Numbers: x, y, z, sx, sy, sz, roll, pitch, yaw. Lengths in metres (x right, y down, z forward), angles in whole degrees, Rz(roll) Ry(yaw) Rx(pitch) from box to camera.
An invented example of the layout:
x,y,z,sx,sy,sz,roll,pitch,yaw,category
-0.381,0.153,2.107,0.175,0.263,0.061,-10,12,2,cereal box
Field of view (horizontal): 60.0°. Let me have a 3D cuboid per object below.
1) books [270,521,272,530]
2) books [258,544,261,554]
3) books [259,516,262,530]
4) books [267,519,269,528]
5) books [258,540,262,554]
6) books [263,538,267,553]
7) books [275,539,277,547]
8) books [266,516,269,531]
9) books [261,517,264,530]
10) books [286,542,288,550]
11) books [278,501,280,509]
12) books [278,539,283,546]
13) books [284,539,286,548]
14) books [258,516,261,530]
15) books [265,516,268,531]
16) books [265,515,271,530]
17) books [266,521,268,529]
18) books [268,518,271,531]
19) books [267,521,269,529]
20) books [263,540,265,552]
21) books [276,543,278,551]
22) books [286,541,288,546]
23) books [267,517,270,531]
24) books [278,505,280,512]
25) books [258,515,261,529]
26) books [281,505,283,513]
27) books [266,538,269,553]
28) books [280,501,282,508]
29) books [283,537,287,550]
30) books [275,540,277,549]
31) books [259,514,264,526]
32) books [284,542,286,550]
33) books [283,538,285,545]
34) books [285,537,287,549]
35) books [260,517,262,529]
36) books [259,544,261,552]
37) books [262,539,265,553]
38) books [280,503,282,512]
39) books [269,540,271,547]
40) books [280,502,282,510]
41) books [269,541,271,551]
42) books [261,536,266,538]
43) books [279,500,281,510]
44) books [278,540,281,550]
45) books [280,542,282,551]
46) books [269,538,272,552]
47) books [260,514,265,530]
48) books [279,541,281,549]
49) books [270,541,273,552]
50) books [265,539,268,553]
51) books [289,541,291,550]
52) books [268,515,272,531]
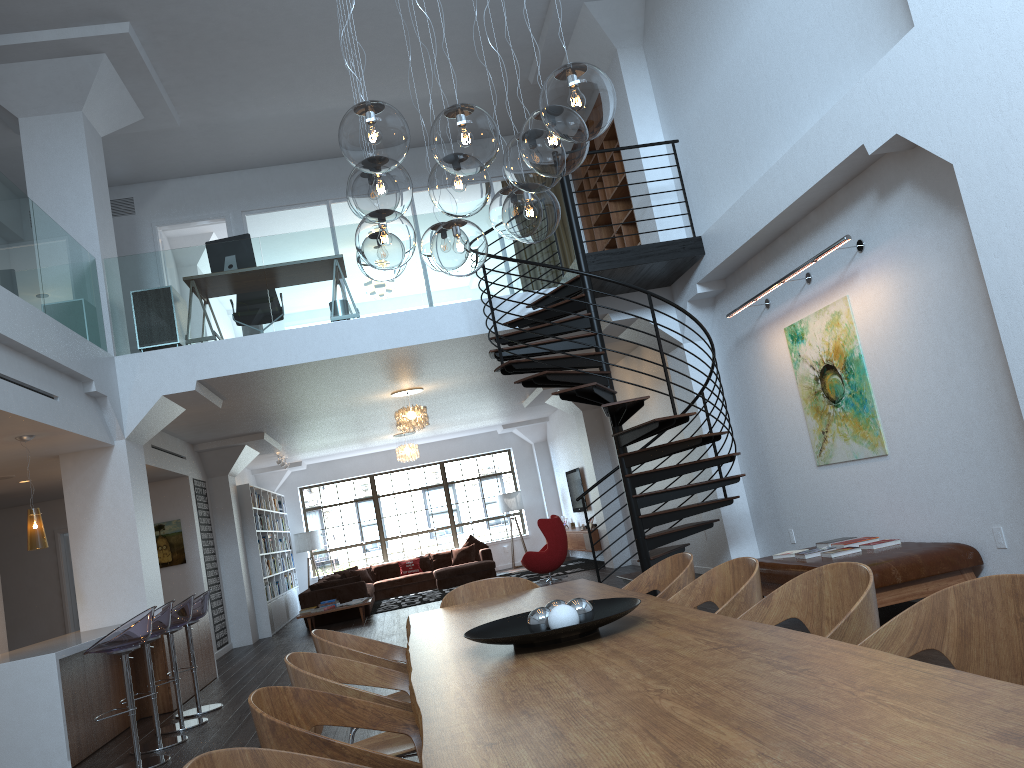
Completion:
x,y,z,sx,sy,sz,roll,pitch,yaw,category
-4.428,2.540,15.988,0.159,0.250,0.026,-10,-8,-9,books
-4.124,2.670,14.296,0.120,0.167,0.020,-10,-8,-9,books
-4.297,2.354,14.855,0.171,0.246,0.039,-10,-8,-9,books
-4.385,2.499,15.663,0.161,0.223,0.027,-10,-8,-9,books
-4.151,2.654,14.382,0.140,0.231,0.042,-10,-8,-9,books
-4.225,2.730,14.893,0.182,0.253,0.034,-10,-8,-9,books
-4.390,2.970,16.224,0.161,0.223,0.030,-10,-8,-9,books
-4.373,2.463,15.538,0.182,0.253,0.034,-10,-8,-9,books
-4.313,2.387,15.038,0.174,0.240,0.054,-10,-8,-9,books
-4.605,3.233,17.797,0.174,0.236,0.142,-10,-8,-9,books
-4.727,2.455,17.665,0.183,0.253,0.042,-10,-8,-9,books
-4.505,3.119,17.131,0.140,0.231,0.042,-10,-8,-9,books
-4.574,3.185,17.548,0.171,0.246,0.039,-10,-8,-9,books
-4.276,2.323,14.694,0.183,0.253,0.042,-10,-8,-9,books
-4.346,2.433,15.369,0.182,0.253,0.034,-10,-8,-9,books
-4.425,2.500,15.858,0.176,0.290,0.053,-10,-8,-9,books
-4.358,2.453,15.439,0.174,0.239,0.045,-10,-8,-9,books
-4.405,2.511,15.780,0.174,0.239,0.045,-10,-8,-9,books
-4.384,2.495,15.637,0.161,0.223,0.026,-10,-8,-9,books
-4.204,2.723,14.764,0.161,0.223,0.027,-10,-8,-9,books
-4.416,2.978,16.324,0.171,0.246,0.036,-10,-8,-9,books
-4.602,3.255,17.852,0.161,0.207,0.135,-10,-8,-9,books
-4.402,2.500,15.730,0.170,0.245,0.057,-10,-8,-9,books
-4.685,2.440,17.507,0.161,0.223,0.032,-10,-8,-9,books
-4.293,2.335,14.778,0.180,0.259,0.042,-10,-8,-9,books
-4.767,2.512,18.007,0.183,0.253,0.042,-10,-8,-9,books
-4.242,2.758,15.064,0.182,0.253,0.034,-10,-8,-9,books
-4.763,2.506,17.964,0.183,0.253,0.042,-10,-8,-9,books
-4.590,3.193,17.626,0.180,0.259,0.042,-10,-8,-9,books
-4.388,2.945,16.156,0.174,0.251,0.051,-10,-8,-9,books
-4.350,2.387,15.150,0.198,0.284,0.049,-10,-8,-9,books
-4.547,3.176,17.440,0.161,0.223,0.032,-10,-8,-9,books
-4.543,3.156,17.367,0.174,0.240,0.054,-10,-8,-9,books
-4.595,3.209,17.711,0.183,0.253,0.042,-10,-8,-9,books
-4.310,2.363,14.927,0.183,0.253,0.042,-10,-8,-9,books
-4.120,2.675,14.322,0.106,0.162,0.032,-10,-8,-9,books
-4.194,2.696,14.649,0.174,0.239,0.045,-10,-8,-9,books
-4.750,2.491,17.879,0.183,0.253,0.042,-10,-8,-9,books
-4.292,2.841,15.465,0.161,0.223,0.032,-10,-8,-9,books
-4.756,2.498,17.922,0.183,0.253,0.042,-10,-8,-9,books
-4.289,2.821,15.391,0.174,0.240,0.054,-10,-8,-9,books
-4.263,2.752,15.126,0.176,0.294,0.102,-10,-8,-9,books
-4.739,2.476,17.793,0.183,0.253,0.042,-10,-8,-9,books
-4.458,3.070,16.767,0.140,0.206,0.042,-10,-8,-9,books
-4.465,3.105,16.899,0.128,0.178,0.022,-10,-8,-9,books
-4.314,2.835,15.500,0.183,0.253,0.042,-10,-8,-9,books
-4.341,2.390,15.204,0.176,0.291,0.053,-10,-8,-9,books
-4.457,3.083,16.807,0.139,0.191,0.036,-10,-8,-9,books
-4.314,2.876,15.617,0.161,0.207,0.135,-10,-8,-9,books
-4.235,2.753,14.991,0.174,0.239,0.045,-10,-8,-9,books
-4.656,3.320,18.261,0.182,0.215,0.188,-10,-8,-9,books
-4.436,2.514,15.916,0.197,0.283,0.065,-10,-8,-9,books
